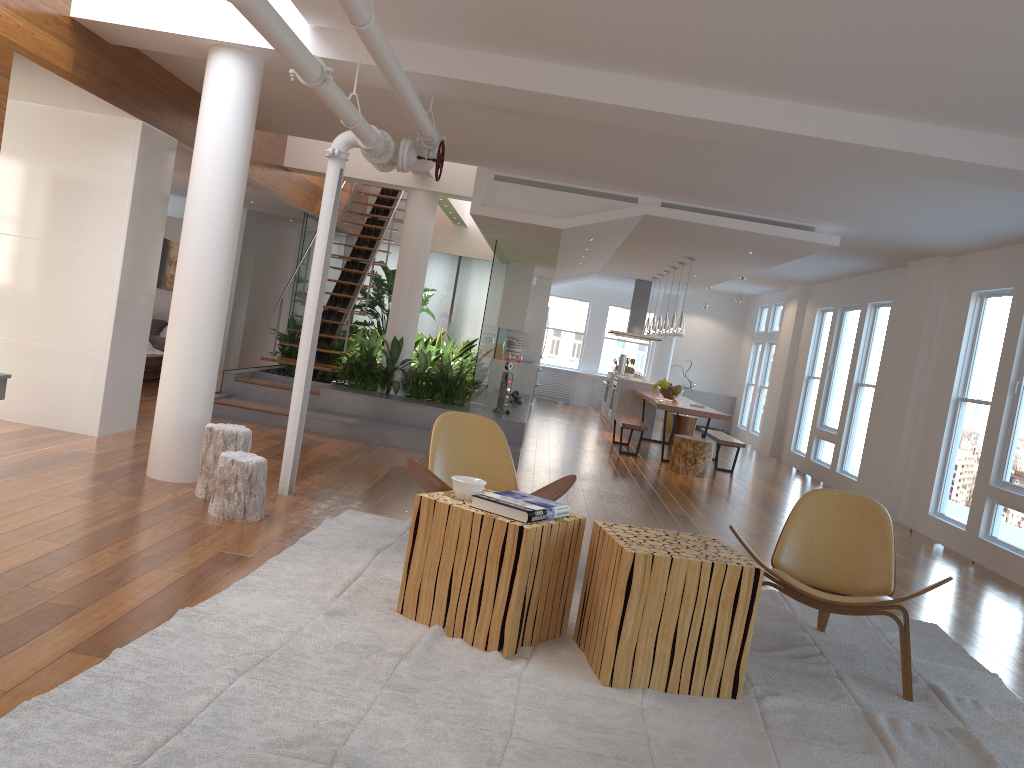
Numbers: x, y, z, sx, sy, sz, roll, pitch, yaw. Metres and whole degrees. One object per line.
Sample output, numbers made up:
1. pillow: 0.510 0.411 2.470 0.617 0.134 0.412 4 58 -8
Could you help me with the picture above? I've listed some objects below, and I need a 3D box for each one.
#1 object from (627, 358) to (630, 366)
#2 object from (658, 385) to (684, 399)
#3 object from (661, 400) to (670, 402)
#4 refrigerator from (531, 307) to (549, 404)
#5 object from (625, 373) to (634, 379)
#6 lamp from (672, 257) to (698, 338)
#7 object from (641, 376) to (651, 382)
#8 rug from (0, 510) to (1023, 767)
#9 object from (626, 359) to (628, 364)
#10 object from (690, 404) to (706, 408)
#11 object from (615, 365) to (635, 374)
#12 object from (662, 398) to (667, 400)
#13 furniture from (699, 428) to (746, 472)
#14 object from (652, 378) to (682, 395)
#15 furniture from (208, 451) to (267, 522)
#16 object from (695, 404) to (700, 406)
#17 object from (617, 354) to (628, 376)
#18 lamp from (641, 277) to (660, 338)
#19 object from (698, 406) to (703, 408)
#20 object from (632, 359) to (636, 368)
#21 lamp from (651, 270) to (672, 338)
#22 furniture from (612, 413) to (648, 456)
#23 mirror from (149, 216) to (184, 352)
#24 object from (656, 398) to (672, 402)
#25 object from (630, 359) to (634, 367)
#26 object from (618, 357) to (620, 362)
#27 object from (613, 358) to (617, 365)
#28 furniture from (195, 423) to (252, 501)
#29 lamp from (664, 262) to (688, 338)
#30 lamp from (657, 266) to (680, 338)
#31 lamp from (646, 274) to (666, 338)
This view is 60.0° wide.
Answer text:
1. object: 2.101 -0.326 16.144 0.057 0.299 0.019 10 3 2
2. object: 2.205 0.127 12.388 0.360 0.159 0.360 7 4 -35
3. object: 1.944 0.214 11.291 0.149 0.014 0.044 10 3 0
4. refrigerator: 0.225 -0.565 16.180 0.725 1.772 0.908 10 3 2
5. object: 1.824 -0.120 13.849 0.152 0.082 0.152 12 4 41
6. lamp: 2.164 -1.113 11.039 0.160 1.060 0.160 11 4 29
7. object: 2.065 -0.072 13.719 0.152 0.082 0.152 7 4 -38
8. rug: 0.516 1.113 3.546 3.525 0.057 3.478 10 3 6
9. object: 2.068 -0.333 16.164 0.061 0.299 0.040 10 3 -1
10. object: 2.376 0.280 11.365 0.222 0.020 0.222 9 3 -6
11. object: 2.054 -0.255 16.159 0.353 0.157 0.084 10 3 2
12. object: 1.964 0.200 11.424 0.070 0.030 0.079 7 4 -35
13. furniture: 2.660 0.854 11.418 0.316 0.389 1.433 10 3 2
14. object: 2.191 0.060 12.399 0.394 0.284 0.292 7 4 -34
15. furniture: -1.487 0.556 4.859 0.294 0.333 0.292 8 4 -28
16. object: 2.377 0.274 11.364 0.070 0.030 0.079 6 5 -45
17. object: 1.909 -0.327 15.255 0.172 0.356 0.120 7 4 -40
18. lamp: 2.300 -1.299 14.647 0.160 1.060 0.160 11 4 29
19. object: 2.386 0.287 11.258 0.158 0.017 0.019 9 3 -3
20. object: 2.201 -0.309 16.161 0.057 0.294 0.030 10 3 2
21. lamp: 2.246 -1.225 13.204 0.160 1.060 0.160 11 4 29
22. furniture: 1.485 0.652 11.451 0.316 0.389 1.433 10 3 2
23. mirror: -5.071 -1.392 12.706 1.267 2.044 0.049 10 3 2
24. object: 1.963 0.206 11.424 0.222 0.020 0.222 13 4 42
25. object: 2.164 -0.315 16.145 0.068 0.298 0.039 10 3 2
26. object: 1.951 -0.354 16.168 0.055 0.299 0.027 10 3 2
27. object: 1.911 -0.343 16.168 0.199 0.259 0.016 10 3 12
28. furniture: -1.684 0.459 5.216 0.290 0.418 0.298 7 4 -35
29. lamp: 2.191 -1.150 11.761 0.160 1.060 0.160 11 4 29
30. lamp: 2.218 -1.188 12.482 0.160 1.060 0.160 11 4 29
31. lamp: 2.273 -1.262 13.925 0.160 1.060 0.160 11 4 29
